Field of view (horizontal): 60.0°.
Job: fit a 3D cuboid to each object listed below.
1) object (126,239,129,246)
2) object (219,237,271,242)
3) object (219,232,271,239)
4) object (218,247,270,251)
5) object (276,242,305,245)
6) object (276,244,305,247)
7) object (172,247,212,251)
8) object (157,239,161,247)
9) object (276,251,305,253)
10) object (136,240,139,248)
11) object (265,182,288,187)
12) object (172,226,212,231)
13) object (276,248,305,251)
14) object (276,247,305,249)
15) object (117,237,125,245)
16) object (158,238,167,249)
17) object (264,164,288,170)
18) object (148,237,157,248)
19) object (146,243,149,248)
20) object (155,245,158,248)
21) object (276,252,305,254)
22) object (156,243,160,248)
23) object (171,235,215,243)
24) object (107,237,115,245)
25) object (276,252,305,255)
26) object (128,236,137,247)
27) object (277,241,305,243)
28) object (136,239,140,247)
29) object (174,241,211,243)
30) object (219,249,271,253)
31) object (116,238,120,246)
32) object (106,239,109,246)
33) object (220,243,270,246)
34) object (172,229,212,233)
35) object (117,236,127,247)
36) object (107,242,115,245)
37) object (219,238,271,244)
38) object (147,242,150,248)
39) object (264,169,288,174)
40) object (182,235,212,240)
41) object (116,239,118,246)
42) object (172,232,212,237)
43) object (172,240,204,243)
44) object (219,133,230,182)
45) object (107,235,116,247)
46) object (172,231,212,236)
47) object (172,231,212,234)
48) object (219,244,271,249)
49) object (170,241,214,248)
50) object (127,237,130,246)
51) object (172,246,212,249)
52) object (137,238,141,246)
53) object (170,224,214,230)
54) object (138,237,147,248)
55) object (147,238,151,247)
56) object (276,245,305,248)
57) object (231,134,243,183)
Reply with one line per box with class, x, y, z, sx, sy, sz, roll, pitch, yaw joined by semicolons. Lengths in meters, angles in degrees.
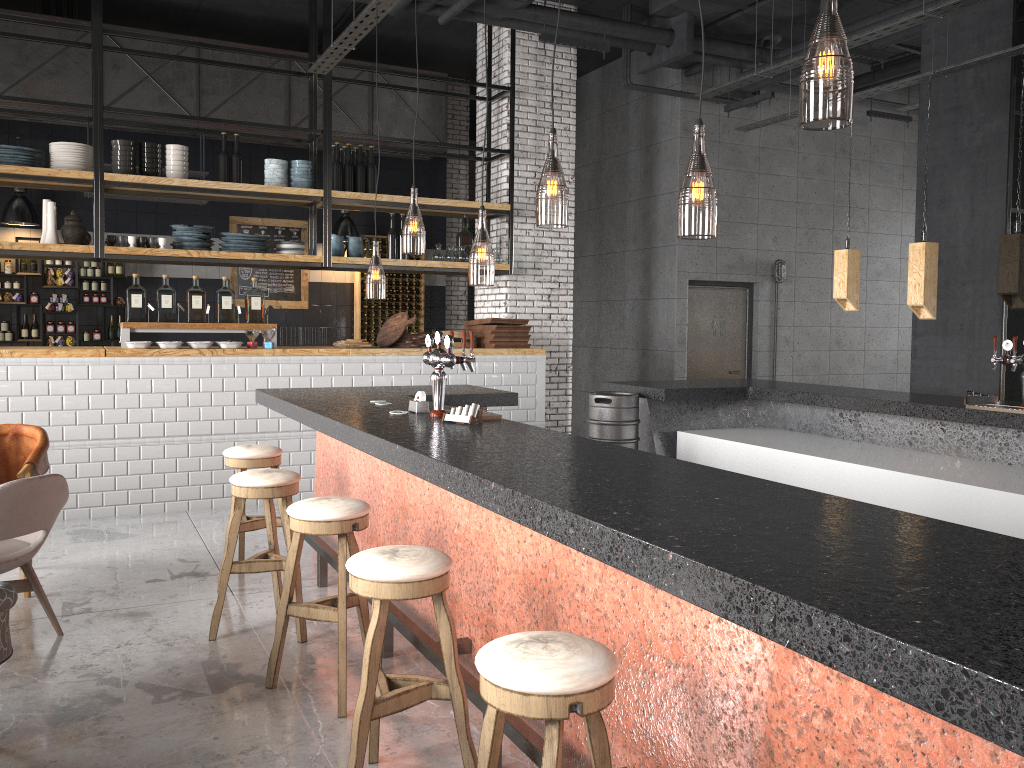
object;-3.300;-1.208;7.675;0.072;0.097;0.072;-2;4;-38
object;-2.435;-1.311;8.076;0.454;0.048;0.454;1;4;1
object;-2.432;-1.336;8.077;0.453;0.062;0.454;0;4;-11
object;-2.436;-1.217;8.081;0.454;0.042;0.454;4;5;39
object;-2.063;-1.297;8.260;0.265;0.034;0.265;0;4;-13
object;-2.064;-1.278;8.261;0.263;0.029;0.263;4;5;40
object;-2.842;-1.185;7.885;0.335;0.033;0.335;3;5;33
object;-3.035;-1.205;7.674;0.072;0.097;0.072;-1;3;-22
object;-2.065;-1.225;8.262;0.263;0.037;0.263;4;5;37
object;-3.278;-1.217;7.816;0.072;0.097;0.072;2;3;18
object;-2.174;-1.810;8.179;0.210;0.065;0.210;0;4;-8
object;-2.838;-1.359;7.878;0.334;0.048;0.335;-2;5;-39
object;-2.065;-1.243;8.262;0.265;0.038;0.265;0;4;-3
object;-2.064;-1.257;8.262;0.263;0.032;0.263;2;4;22
object;-3.319;-1.199;7.535;0.072;0.097;0.072;-2;4;-40
object;-2.983;-1.197;7.569;0.072;0.097;0.072;1;3;6
object;-2.171;-1.984;8.168;0.210;0.076;0.210;4;5;38
object;-3.054;-1.196;7.535;0.072;0.097;0.072;0;3;-17
object;-3.208;-1.219;7.850;0.072;0.097;0.072;2;4;31
object;-3.137;-1.220;7.884;0.072;0.097;0.072;-1;3;-26
object;-2.064;-1.214;8.263;0.263;0.038;0.263;0;4;-11
object;-3.086;-1.213;7.779;0.072;0.097;0.072;-1;3;-27
object;-2.837;-1.273;7.882;0.371;0.071;0.373;0;4;-14
object;-3.389;-1.198;7.501;0.072;0.097;0.072;-1;3;-27
object;-2.065;-1.202;8.264;0.263;0.026;0.263;1;4;9
object;-3.197;-1.193;7.465;0.072;0.097;0.072;1;3;14
object;-2.064;-1.308;8.259;0.265;0.037;0.265;-2;4;-31
object;-3.226;-1.210;7.711;0.072;0.097;0.072;1;3;4
object;-2.843;-1.239;7.882;0.334;0.051;0.335;1;4;4
object;-2.436;-1.192;8.083;0.454;0.033;0.454;-3;5;-44
object;-3.371;-1.207;7.640;0.072;0.097;0.072;1;3;6
object;-3.491;-1.213;7.711;0.072;0.097;0.072;1;3;-1
object;-2.436;-1.265;8.077;0.454;0.062;0.453;2;4;18
object;-2.840;-1.345;7.877;0.335;0.036;0.335;-2;5;-37
object;-3.268;-1.191;7.430;0.072;0.097;0.072;0;3;-4
object;-3.440;-1.205;7.606;0.072;0.097;0.072;-2;4;-38
object;-2.433;-1.289;8.077;0.453;0.065;0.454;3;4;27
object;-3.157;-1.211;7.745;0.072;0.097;0.072;0;3;-18
object;-2.176;-1.941;8.170;0.210;0.078;0.210;0;4;-4
object;-2.841;-1.289;7.880;0.334;0.039;0.335;-1;4;-26
object;-3.422;-1.214;7.745;0.072;0.097;0.072;0;3;-7
object;-2.840;-1.303;7.881;0.335;0.052;0.334;1;4;12
object;-2.842;-1.251;7.881;0.334;0.045;0.335;-1;4;-30
object;-2.570;-2.004;7.922;0.098;0.470;0.098;0;3;-4
object;-3.337;-1.190;7.396;0.072;0.097;0.072;0;3;-3
object;-2.840;-1.319;7.880;0.335;0.052;0.334;0;4;-9
object;-2.840;-1.330;7.878;0.335;0.035;0.335;4;5;39
object;-2.434;-1.241;8.081;0.453;0.050;0.454;0;4;-6
object;-2.844;-1.221;7.885;0.373;0.067;0.372;-3;5;-45
object;-3.248;-1.200;7.570;0.072;0.097;0.072;-1;3;-25
object;-2.841;-1.199;7.883;0.335;0.046;0.334;-3;5;-41
object;-3.175;-1.202;7.606;0.072;0.097;0.072;1;3;2
object;-2.839;-1.379;7.875;0.373;0.050;0.373;0;4;-4
object;-3.124;-1.194;7.501;0.072;0.097;0.072;0;3;-6
object;-3.105;-1.203;7.640;0.072;0.097;0.072;2;3;23
object;-2.064;-1.268;8.261;0.263;0.028;0.263;1;4;1
object;-2.473;-2.006;7.969;0.098;0.470;0.098;0;3;-4
